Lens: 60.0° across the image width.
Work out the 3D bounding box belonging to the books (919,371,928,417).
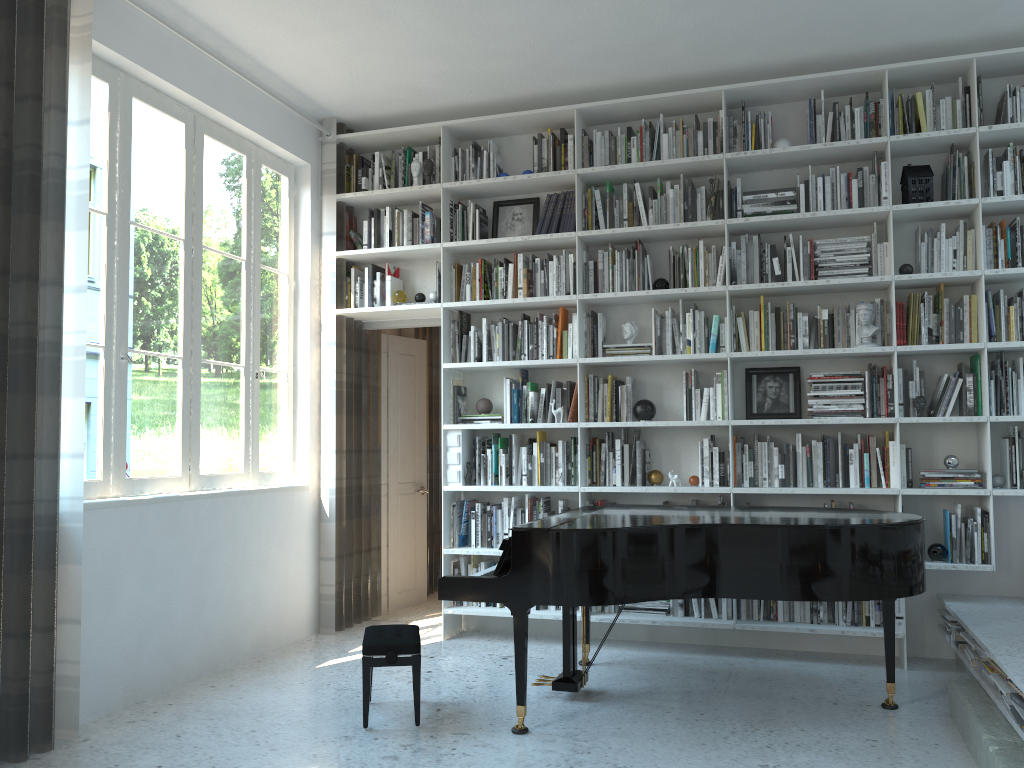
[{"bbox_3d":[2.179,0.058,4.719,0.035,0.248,0.141,-2,-4,18],"label":"books"}]

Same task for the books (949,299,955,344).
[{"bbox_3d":[2.301,-0.311,4.664,0.027,0.242,0.188,-1,-4,18],"label":"books"}]

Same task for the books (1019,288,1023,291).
[{"bbox_3d":[2.663,-0.346,4.619,0.011,0.300,0.088,-1,-4,18],"label":"books"}]

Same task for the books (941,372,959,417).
[{"bbox_3d":[2.296,0.061,4.672,0.094,0.238,0.149,-2,-4,18],"label":"books"}]

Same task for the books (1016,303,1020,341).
[{"bbox_3d":[2.600,-0.304,4.584,0.007,0.211,0.158,-1,-4,18],"label":"books"}]

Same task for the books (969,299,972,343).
[{"bbox_3d":[2.401,-0.314,4.671,0.019,0.247,0.149,-1,-4,18],"label":"books"}]

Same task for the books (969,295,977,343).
[{"bbox_3d":[2.419,-0.325,4.663,0.033,0.268,0.142,-1,-4,18],"label":"books"}]

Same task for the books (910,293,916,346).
[{"bbox_3d":[2.138,-0.329,4.748,0.035,0.293,0.145,-1,-4,18],"label":"books"}]

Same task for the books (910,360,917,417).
[{"bbox_3d":[2.141,0.030,4.722,0.013,0.306,0.141,-1,-4,18],"label":"books"}]

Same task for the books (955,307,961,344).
[{"bbox_3d":[2.327,-0.292,4.663,0.034,0.204,0.181,-2,-4,18],"label":"books"}]

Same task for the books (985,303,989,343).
[{"bbox_3d":[2.467,-0.304,4.636,0.015,0.220,0.155,-1,-4,18],"label":"books"}]

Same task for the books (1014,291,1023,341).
[{"bbox_3d":[2.623,-0.334,4.582,0.006,0.270,0.178,-1,-4,18],"label":"books"}]

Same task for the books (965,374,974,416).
[{"bbox_3d":[2.376,0.063,4.628,0.029,0.223,0.171,-1,-4,18],"label":"books"}]

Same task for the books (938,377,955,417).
[{"bbox_3d":[2.282,0.076,4.678,0.090,0.212,0.143,-2,-4,18],"label":"books"}]

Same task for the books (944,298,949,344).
[{"bbox_3d":[2.287,-0.314,4.695,0.033,0.253,0.174,-1,-4,18],"label":"books"}]

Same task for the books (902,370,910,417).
[{"bbox_3d":[2.097,0.058,4.740,0.028,0.253,0.142,-1,-4,18],"label":"books"}]

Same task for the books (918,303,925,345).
[{"bbox_3d":[2.178,-0.301,4.723,0.015,0.231,0.180,-1,-4,18],"label":"books"}]

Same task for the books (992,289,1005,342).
[{"bbox_3d":[2.522,-0.336,4.594,0.013,0.279,0.192,-1,-4,18],"label":"books"}]

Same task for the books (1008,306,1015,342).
[{"bbox_3d":[2.562,-0.294,4.576,0.017,0.192,0.191,-1,-4,18],"label":"books"}]

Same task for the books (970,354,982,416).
[{"bbox_3d":[2.419,0.012,4.626,0.014,0.324,0.183,-1,-4,18],"label":"books"}]

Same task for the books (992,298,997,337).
[{"bbox_3d":[2.510,-0.316,4.633,0.007,0.244,0.145,-1,-4,18],"label":"books"}]

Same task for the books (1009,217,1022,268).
[{"bbox_3d":[2.607,-0.707,4.595,0.014,0.280,0.177,-1,-4,18],"label":"books"}]

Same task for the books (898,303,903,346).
[{"bbox_3d":[2.084,-0.303,4.768,0.014,0.244,0.145,-1,-4,18],"label":"books"}]

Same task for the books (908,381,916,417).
[{"bbox_3d":[2.118,0.086,4.710,0.027,0.192,0.182,-2,-4,18],"label":"books"}]

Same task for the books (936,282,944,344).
[{"bbox_3d":[2.268,-0.356,4.700,0.021,0.337,0.169,-1,-4,18],"label":"books"}]

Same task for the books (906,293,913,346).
[{"bbox_3d":[2.122,-0.330,4.741,0.035,0.293,0.145,-1,-4,18],"label":"books"}]

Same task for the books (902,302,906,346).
[{"bbox_3d":[2.102,-0.305,4.774,0.013,0.246,0.176,-1,-4,18],"label":"books"}]

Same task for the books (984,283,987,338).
[{"bbox_3d":[2.453,-0.353,4.629,0.006,0.318,0.164,-1,-4,18],"label":"books"}]

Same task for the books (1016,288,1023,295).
[{"bbox_3d":[2.639,-0.342,4.583,0.013,0.287,0.159,-1,-4,18],"label":"books"}]

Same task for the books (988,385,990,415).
[{"bbox_3d":[2.461,0.060,4.617,0.012,0.226,0.147,-1,-4,18],"label":"books"}]

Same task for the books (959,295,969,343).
[{"bbox_3d":[2.378,-0.324,4.663,0.032,0.266,0.143,-1,-4,18],"label":"books"}]

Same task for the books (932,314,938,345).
[{"bbox_3d":[2.244,-0.276,4.725,0.030,0.181,0.131,-2,-4,18],"label":"books"}]

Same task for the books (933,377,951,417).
[{"bbox_3d":[2.251,0.076,4.671,0.089,0.210,0.176,-2,-4,18],"label":"books"}]

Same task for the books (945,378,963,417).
[{"bbox_3d":[2.312,0.079,4.665,0.091,0.205,0.169,-2,-4,18],"label":"books"}]

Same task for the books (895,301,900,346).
[{"bbox_3d":[2.068,-0.309,4.775,0.015,0.255,0.150,-1,-4,18],"label":"books"}]

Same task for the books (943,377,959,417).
[{"bbox_3d":[2.303,0.074,4.679,0.090,0.215,0.139,-2,-4,18],"label":"books"}]

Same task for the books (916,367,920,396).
[{"bbox_3d":[2.156,0.050,4.726,0.012,0.265,0.157,-1,-4,18],"label":"books"}]

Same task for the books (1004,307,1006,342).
[{"bbox_3d":[2.542,-0.292,4.609,0.014,0.192,0.147,-1,-4,18],"label":"books"}]

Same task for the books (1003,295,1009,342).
[{"bbox_3d":[2.557,-0.324,4.612,0.013,0.255,0.144,-1,-4,18],"label":"books"}]

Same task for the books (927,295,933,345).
[{"bbox_3d":[2.219,-0.324,4.733,0.035,0.278,0.139,-1,-4,18],"label":"books"}]

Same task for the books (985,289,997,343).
[{"bbox_3d":[2.484,-0.338,4.622,0.035,0.287,0.191,-1,-4,18],"label":"books"}]

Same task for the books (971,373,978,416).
[{"bbox_3d":[2.403,0.062,4.631,0.021,0.226,0.148,-1,-4,18],"label":"books"}]

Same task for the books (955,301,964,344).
[{"bbox_3d":[2.357,-0.309,4.675,0.028,0.239,0.145,-1,-4,18],"label":"books"}]

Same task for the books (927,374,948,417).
[{"bbox_3d":[2.234,0.067,4.672,0.095,0.228,0.190,-2,-4,18],"label":"books"}]

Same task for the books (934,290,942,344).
[{"bbox_3d":[2.250,-0.335,4.684,0.019,0.293,0.182,-1,-4,18],"label":"books"}]

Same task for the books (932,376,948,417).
[{"bbox_3d":[2.248,0.072,4.687,0.088,0.220,0.138,-2,-4,18],"label":"books"}]

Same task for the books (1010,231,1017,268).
[{"bbox_3d":[2.594,-0.673,4.618,0.026,0.215,0.161,-1,-4,18],"label":"books"}]

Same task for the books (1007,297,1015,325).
[{"bbox_3d":[2.582,-0.318,4.599,0.008,0.242,0.169,-1,-4,18],"label":"books"}]

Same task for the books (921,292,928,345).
[{"bbox_3d":[2.193,-0.333,4.717,0.019,0.294,0.164,-1,-4,18],"label":"books"}]

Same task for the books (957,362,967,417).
[{"bbox_3d":[2.362,0.034,4.656,0.013,0.285,0.139,-1,-4,18],"label":"books"}]

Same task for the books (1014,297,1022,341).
[{"bbox_3d":[2.615,-0.319,4.593,0.017,0.242,0.132,-1,-4,18],"label":"books"}]

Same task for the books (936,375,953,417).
[{"bbox_3d":[2.273,0.069,4.686,0.095,0.226,0.144,-2,-4,18],"label":"books"}]

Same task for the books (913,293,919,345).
[{"bbox_3d":[2.145,-0.331,4.730,0.035,0.293,0.145,-1,-4,18],"label":"books"}]

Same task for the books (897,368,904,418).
[{"bbox_3d":[2.074,0.054,4.751,0.024,0.263,0.154,-1,-4,18],"label":"books"}]

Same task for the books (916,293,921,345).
[{"bbox_3d":[2.162,-0.330,4.740,0.035,0.293,0.145,-1,-4,18],"label":"books"}]

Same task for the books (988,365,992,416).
[{"bbox_3d":[2.469,0.039,4.609,0.010,0.266,0.158,-1,-4,18],"label":"books"}]

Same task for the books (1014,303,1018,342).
[{"bbox_3d":[2.592,-0.302,4.595,0.014,0.209,0.156,-1,-4,18],"label":"books"}]

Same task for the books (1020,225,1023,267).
[{"bbox_3d":[2.626,-0.685,4.594,0.022,0.237,0.164,-1,-4,18],"label":"books"}]
